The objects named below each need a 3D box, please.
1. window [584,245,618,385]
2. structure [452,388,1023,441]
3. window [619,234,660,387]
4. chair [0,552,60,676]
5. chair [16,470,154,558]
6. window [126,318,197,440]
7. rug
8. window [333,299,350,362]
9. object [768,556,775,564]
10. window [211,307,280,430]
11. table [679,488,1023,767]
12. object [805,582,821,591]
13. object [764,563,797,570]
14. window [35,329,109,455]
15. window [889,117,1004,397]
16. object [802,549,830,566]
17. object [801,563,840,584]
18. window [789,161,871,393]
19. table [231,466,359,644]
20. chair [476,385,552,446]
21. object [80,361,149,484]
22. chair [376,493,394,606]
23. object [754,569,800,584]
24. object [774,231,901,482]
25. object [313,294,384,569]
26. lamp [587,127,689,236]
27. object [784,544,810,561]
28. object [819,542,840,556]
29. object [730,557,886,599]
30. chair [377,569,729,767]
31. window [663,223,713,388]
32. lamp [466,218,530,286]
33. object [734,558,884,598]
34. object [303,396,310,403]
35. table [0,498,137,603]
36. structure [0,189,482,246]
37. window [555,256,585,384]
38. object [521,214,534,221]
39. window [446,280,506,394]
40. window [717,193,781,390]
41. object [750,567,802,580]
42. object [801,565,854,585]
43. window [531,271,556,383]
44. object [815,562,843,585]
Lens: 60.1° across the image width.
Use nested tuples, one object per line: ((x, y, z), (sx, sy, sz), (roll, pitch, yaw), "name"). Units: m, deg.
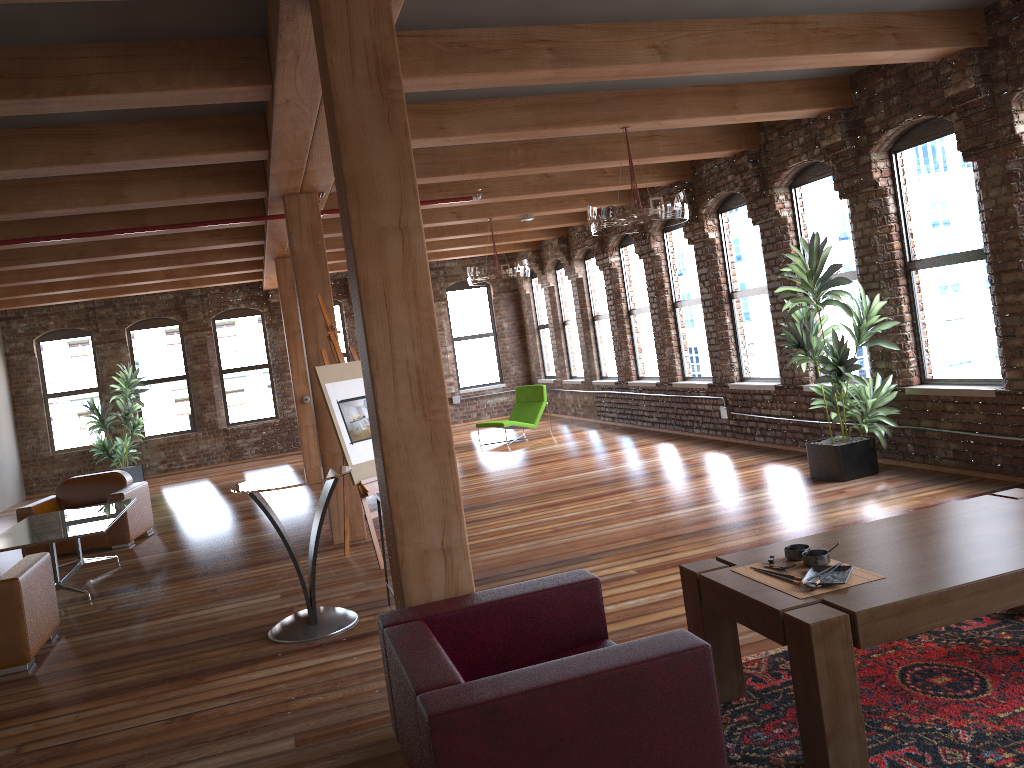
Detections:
((1.411, -1.099, 14.128), (0.233, 2.214, 0.967), (-8, 1, -16), "window")
((2.210, 0.239, 11.468), (1.637, 0.313, 13.688), (-9, 3, -23), "structure")
((1.812, -1.083, 12.721), (0.230, 2.214, 0.967), (-8, 1, -16), "window")
((-3.548, 1.429, 5.567), (1.065, 0.735, 0.830), (-9, 2, -16), "chair")
((-4.508, 1.366, 9.408), (1.064, 0.735, 0.831), (-8, 2, -6), "chair")
((-6.389, -0.122, 16.163), (0.970, 2.169, 0.086), (-8, 0, -16), "window")
((1.674, 1.167, 3.433), (2.466, 0.009, 1.343), (-9, 3, -16), "rug")
((-3.574, -0.530, 16.911), (0.970, 2.227, 0.221), (-8, 0, -16), "window")
((1.017, 0.692, 3.472), (0.018, 0.021, 0.059), (-7, 3, 26), "object")
((-4.969, -0.311, 16.506), (0.970, 2.227, 0.221), (-8, 0, -16), "window")
((1.678, 0.891, 3.451), (1.753, 0.550, 0.899), (-9, 2, -16), "table")
((1.049, 0.708, 3.083), (0.018, 0.021, 0.059), (-9, 3, -29), "object")
((1.023, 0.691, 3.380), (0.045, 0.030, 0.153), (-9, 3, -31), "object")
((-7.809, 0.101, 15.750), (0.970, 2.169, 0.086), (-8, 0, -16), "window")
((3.427, -1.020, 7.081), (0.236, 2.214, 0.967), (-8, 1, -16), "window")
((1.160, 0.665, 3.376), (0.098, 0.043, 0.099), (-7, 3, 22), "object")
((1.117, 0.681, 3.199), (0.271, 0.008, 0.007), (-11, 3, -42), "object")
((3.024, -1.036, 8.491), (0.236, 2.214, 0.967), (-8, 1, -16), "window")
((-1.268, 1.027, 5.381), (0.721, 0.924, 0.723), (-8, 1, 9), "table")
((0.003, 0.476, 13.665), (0.959, 0.796, 0.678), (-10, 2, -41), "chair")
((-6.781, 0.700, 15.200), (1.084, 2.103, 0.964), (-9, 1, -38), "object")
((-0.577, 0.887, 5.491), (0.467, 0.981, 0.429), (-8, 1, -16), "chair")
((0.981, 0.713, 3.295), (0.007, 0.008, 0.270), (-9, 3, -20), "object")
((2.749, -0.259, 7.628), (0.967, 2.103, 1.080), (-8, 1, -3), "object")
((-1.210, 0.311, 7.055), (0.683, 2.140, 0.704), (-8, 1, 34), "object")
((0.976, -1.670, 7.159), (0.807, 0.814, 0.812), (-7, 2, 27), "lamp")
((1.125, 0.664, 3.489), (0.098, 0.043, 0.099), (-8, 3, 10), "object")
((1.180, 0.636, 3.357), (0.137, 0.080, 0.045), (-6, 2, 39), "object")
((1.086, 0.703, 3.294), (0.353, 0.001, 0.469), (-9, 3, -16), "object")
((0.076, 1.116, 3.006), (0.867, 0.592, 1.070), (-9, 2, -16), "chair")
((2.218, -1.068, 11.311), (0.237, 2.214, 0.967), (-8, 1, -16), "window")
((-0.219, -1.718, 11.337), (0.808, 0.814, 0.811), (-7, 2, 20), "lamp")
((1.085, 0.703, 3.293), (0.332, 0.003, 0.470), (-9, 3, -16), "object")
((-2.770, 0.210, 11.941), (0.096, 0.095, 0.061), (-9, 1, -16), "object")
((-3.753, 1.447, 7.474), (0.941, 0.560, 1.869), (-9, 3, -16), "table")
((-3.547, -1.430, 8.108), (6.820, 0.112, 0.051), (-9, 1, -16), "structure")
((1.007, -1.115, 15.538), (0.232, 2.214, 0.967), (-8, 1, -16), "window")
((0.202, -2.169, 11.512), (0.146, 0.072, 0.147), (-9, 3, -16), "object")
((-0.761, -0.976, 17.731), (0.970, 2.218, 0.218), (-8, 0, -16), "window")
((2.619, -1.051, 9.901), (0.232, 2.214, 0.967), (-8, 1, -16), "window")
((0.989, 0.710, 3.335), (0.007, 0.008, 0.270), (-9, 3, -26), "object")
((1.138, 0.691, 3.189), (0.153, 0.018, 0.213), (-6, 3, 29), "object")
((0.597, -1.131, 16.974), (0.232, 2.214, 0.967), (-8, 1, -16), "window")
((1.143, 0.678, 3.187), (0.007, 0.008, 0.271), (-7, 3, 40), "object")
